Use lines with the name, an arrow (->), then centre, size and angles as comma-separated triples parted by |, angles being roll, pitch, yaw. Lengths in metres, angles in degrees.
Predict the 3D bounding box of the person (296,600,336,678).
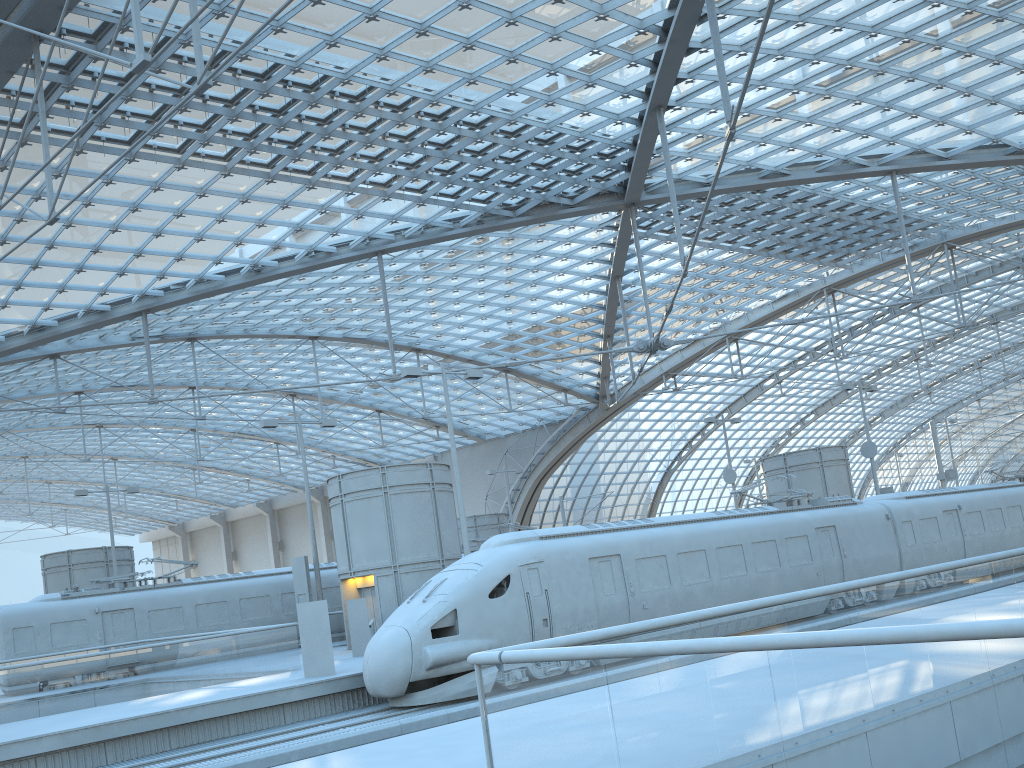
person -> -4.358, 5.695, 19.562 | 0.884, 1.688, 0.001 | -11, -6, 26

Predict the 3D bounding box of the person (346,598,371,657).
person -> -4.181, 6.692, 24.082 | 0.718, 1.595, 0.001 | -11, -6, 31
